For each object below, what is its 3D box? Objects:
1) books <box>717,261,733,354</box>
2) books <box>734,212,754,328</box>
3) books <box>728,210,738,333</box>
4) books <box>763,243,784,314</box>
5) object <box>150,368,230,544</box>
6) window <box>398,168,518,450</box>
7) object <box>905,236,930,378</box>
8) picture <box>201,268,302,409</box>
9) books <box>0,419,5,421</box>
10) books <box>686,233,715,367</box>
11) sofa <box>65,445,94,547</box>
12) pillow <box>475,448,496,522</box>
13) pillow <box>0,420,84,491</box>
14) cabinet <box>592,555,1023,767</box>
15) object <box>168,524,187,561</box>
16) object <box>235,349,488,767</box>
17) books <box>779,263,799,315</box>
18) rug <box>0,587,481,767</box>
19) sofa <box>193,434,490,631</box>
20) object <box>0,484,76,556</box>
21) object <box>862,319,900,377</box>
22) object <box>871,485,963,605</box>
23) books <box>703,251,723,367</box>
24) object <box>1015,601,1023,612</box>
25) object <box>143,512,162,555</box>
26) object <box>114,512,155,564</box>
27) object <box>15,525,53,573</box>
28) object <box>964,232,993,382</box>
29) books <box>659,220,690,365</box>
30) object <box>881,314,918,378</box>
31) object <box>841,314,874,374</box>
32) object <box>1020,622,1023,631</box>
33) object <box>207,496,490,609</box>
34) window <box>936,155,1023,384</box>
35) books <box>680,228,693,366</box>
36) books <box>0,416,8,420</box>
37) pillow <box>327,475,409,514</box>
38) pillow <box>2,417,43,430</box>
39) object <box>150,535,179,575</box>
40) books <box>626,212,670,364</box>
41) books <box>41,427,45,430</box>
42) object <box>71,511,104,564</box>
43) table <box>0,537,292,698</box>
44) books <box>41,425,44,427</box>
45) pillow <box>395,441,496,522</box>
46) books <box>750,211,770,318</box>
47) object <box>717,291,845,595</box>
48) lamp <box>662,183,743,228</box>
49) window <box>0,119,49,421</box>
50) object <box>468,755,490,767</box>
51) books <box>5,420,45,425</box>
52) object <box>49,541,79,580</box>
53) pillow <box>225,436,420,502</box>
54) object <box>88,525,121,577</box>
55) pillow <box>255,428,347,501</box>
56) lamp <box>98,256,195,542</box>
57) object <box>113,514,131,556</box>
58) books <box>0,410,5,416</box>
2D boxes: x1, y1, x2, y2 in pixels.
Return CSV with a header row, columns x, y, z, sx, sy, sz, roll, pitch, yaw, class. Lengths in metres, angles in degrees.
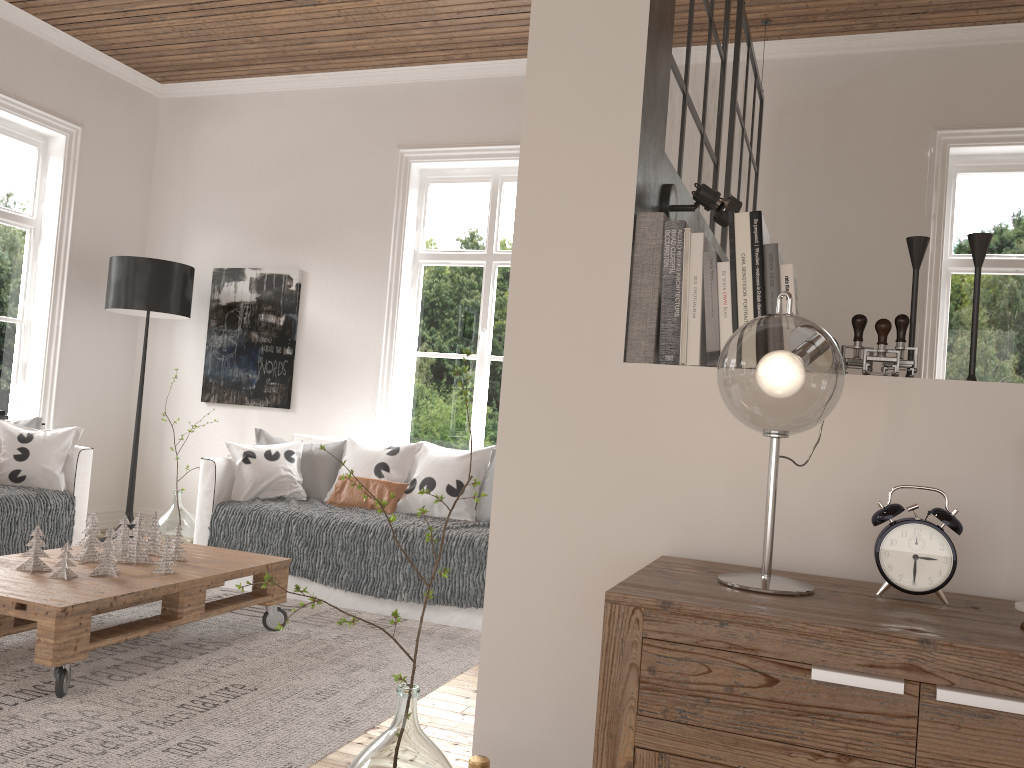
x,y,z,sx,sy,sz,roll,pitch,yaw,class
0.392,-0.118,1.599,0.042,0.185,0.125,4,-2,20,books
0.436,-0.157,1.625,0.054,0.272,0.200,4,-2,20,books
0.418,-0.159,1.628,0.038,0.274,0.200,4,-2,20,books
0.476,-0.128,1.596,0.047,0.219,0.171,4,-2,20,books
-1.892,0.475,5.355,0.275,1.117,0.515,3,-3,37,object
-0.171,-0.417,5.490,1.055,1.872,0.120,4,-2,20,window
0.709,-0.128,1.565,0.085,0.259,0.085,6,-3,-29,object
-1.724,-0.311,5.859,0.680,0.908,0.041,4,-2,20,picture
-3.100,0.207,5.116,0.191,0.023,0.242,4,-2,18,books
0.356,-0.144,1.653,0.031,0.236,0.200,4,-2,20,books
-2.930,0.496,3.886,0.866,0.776,1.960,4,-2,20,sofa
0.045,0.557,4.406,0.292,0.437,0.546,6,-3,-36,pillow
-2.711,0.325,4.331,0.403,0.450,1.081,2,-3,44,pillow
0.828,0.698,1.065,1.432,0.750,0.408,4,-2,20,cabinet
-1.323,0.622,3.505,0.075,0.147,0.075,6,-3,-38,object
-0.323,0.464,1.866,0.515,1.117,0.275,5,-2,-13,object
0.500,-0.110,1.585,0.045,0.185,0.152,4,-2,20,books
-1.401,0.981,3.266,2.254,0.003,2.474,4,-2,20,rug
-0.582,0.710,4.612,1.960,0.776,0.866,4,-2,20,sofa
-2.792,0.653,3.835,0.651,0.423,1.680,4,-2,21,object
0.620,-0.059,1.487,0.058,0.102,0.032,4,-2,15,object
0.578,0.228,1.271,0.120,0.165,0.050,4,-2,20,object
0.372,-0.127,1.611,0.044,0.203,0.141,4,-2,20,books
0.767,0.195,1.256,0.084,0.256,0.084,5,-2,-2,object
-1.450,0.601,3.592,0.090,0.176,0.090,5,-2,-18,object
-1.425,0.585,3.383,0.107,0.195,0.113,3,-2,27,object
-1.665,0.573,3.107,0.093,0.161,0.088,3,-3,30,object
0.787,-0.125,1.506,0.085,0.259,0.085,6,-3,-29,object
0.316,-0.157,1.662,0.046,0.257,0.193,4,-2,20,books
0.667,-0.062,1.522,0.058,0.117,0.032,3,-3,31,object
0.609,-0.065,1.562,0.058,0.117,0.032,5,-2,-6,object
0.685,0.269,1.103,0.088,0.085,0.088,3,-2,25,object
-0.635,0.806,4.468,1.704,0.390,0.656,4,-2,21,object
2.696,-0.232,4.426,1.055,1.872,0.120,4,-2,20,window
0.340,-0.148,1.659,0.019,0.243,0.205,4,-2,20,books
-3.103,0.184,5.128,0.212,0.023,0.258,4,-2,20,books
-0.753,0.576,4.579,0.420,0.179,0.127,4,-2,22,pillow
-2.718,0.343,4.531,0.546,0.437,0.292,6,-3,-36,pillow
-1.262,0.619,3.235,0.072,0.142,0.073,3,-3,28,object
0.272,-0.167,1.682,0.050,0.271,0.200,4,-2,20,books
-3.008,0.261,5.380,0.187,0.014,0.253,4,-2,20,books
-1.589,0.572,3.349,0.112,0.193,0.106,6,-3,-42,object
-1.512,0.824,3.312,0.821,0.300,1.189,4,-2,20,table
-3.010,0.247,5.376,0.187,0.014,0.248,4,-2,18,books
-0.154,0.530,4.401,1.081,0.450,0.403,2,-3,44,pillow
0.459,-0.156,1.618,0.048,0.274,0.210,4,-2,20,books
0.420,0.401,1.368,0.180,1.062,0.395,3,-3,35,object
0.398,-0.365,1.840,0.156,0.101,0.101,4,-2,20,lamp
-3.189,-0.671,5.104,0.120,1.872,1.055,4,-2,20,window
-0.069,0.813,1.471,0.095,0.377,0.095,6,-3,-34,object
-3.014,0.234,5.381,0.202,0.012,0.251,4,-2,22,books
-1.528,0.599,3.032,0.068,0.124,0.072,4,-2,5,object
-1.021,0.483,4.750,1.020,0.414,0.417,4,-2,2,pillow
-1.431,0.584,3.137,0.097,0.178,0.103,5,-2,-17,object
-1.171,0.477,4.894,0.541,0.431,0.282,5,-2,-6,pillow
-2.324,0.118,5.537,0.499,1.754,0.499,4,-2,17,lamp
-1.538,0.597,3.515,0.095,0.164,0.090,3,-2,27,object
-3.101,0.158,5.119,0.190,0.028,0.239,4,-2,22,books
